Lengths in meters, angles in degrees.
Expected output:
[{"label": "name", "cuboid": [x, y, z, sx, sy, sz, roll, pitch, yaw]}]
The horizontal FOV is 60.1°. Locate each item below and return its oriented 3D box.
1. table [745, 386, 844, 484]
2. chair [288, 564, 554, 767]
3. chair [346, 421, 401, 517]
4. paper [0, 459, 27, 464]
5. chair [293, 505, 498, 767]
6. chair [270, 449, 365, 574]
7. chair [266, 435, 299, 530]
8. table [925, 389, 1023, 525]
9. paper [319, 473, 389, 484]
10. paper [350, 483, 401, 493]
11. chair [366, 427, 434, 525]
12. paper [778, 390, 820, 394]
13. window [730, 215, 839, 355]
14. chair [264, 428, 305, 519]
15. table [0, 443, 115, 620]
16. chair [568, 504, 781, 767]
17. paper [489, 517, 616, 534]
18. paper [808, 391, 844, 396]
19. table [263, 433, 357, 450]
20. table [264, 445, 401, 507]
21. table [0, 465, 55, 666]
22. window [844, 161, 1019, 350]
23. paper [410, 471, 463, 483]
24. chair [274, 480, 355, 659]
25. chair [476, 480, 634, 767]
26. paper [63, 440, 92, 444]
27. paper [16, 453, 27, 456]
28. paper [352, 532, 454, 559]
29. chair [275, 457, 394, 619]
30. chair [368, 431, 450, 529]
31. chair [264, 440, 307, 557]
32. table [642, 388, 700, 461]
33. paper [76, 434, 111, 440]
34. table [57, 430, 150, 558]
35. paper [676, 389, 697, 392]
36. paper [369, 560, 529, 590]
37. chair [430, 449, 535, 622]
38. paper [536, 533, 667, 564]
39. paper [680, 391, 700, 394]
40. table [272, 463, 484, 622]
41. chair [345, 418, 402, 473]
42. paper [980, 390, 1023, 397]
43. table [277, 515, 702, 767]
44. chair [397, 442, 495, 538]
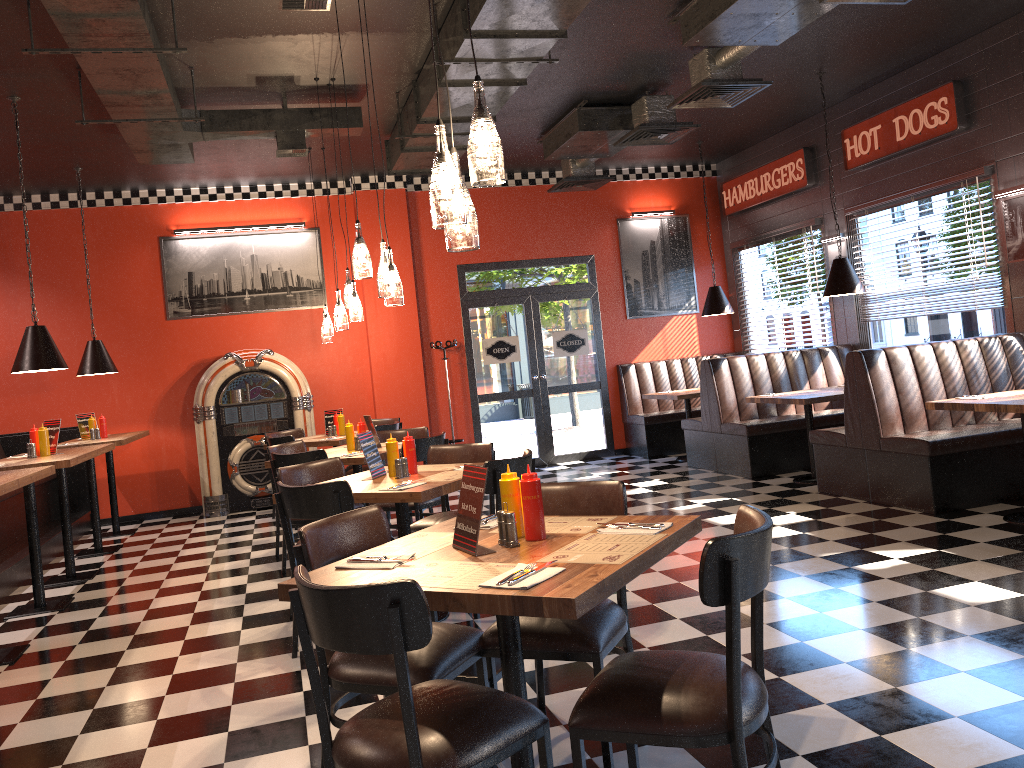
[{"label": "table", "cuboid": [3.159, 0.419, 8.054, 1.693, 0.774, 0.955, -6, 1, -15]}, {"label": "chair", "cuboid": [-0.247, 0.881, 2.312, 0.485, 0.868, 0.545, -6, 0, 42]}, {"label": "chair", "cuboid": [-1.319, 0.821, 8.559, 0.544, 0.868, 0.487, -6, 0, 17]}, {"label": "paper", "cuboid": [-3.516, 0.546, 6.093, 0.261, 0.001, 0.365, -6, 2, -13]}, {"label": "chair", "cuboid": [-0.402, 0.879, 2.999, 0.543, 0.868, 0.487, -6, 0, 25]}, {"label": "chair", "cuboid": [-1.406, 0.889, 6.394, 0.485, 0.868, 0.545, -6, 0, 25]}, {"label": "chair", "cuboid": [-2.004, 0.896, 8.402, 0.545, 0.868, 0.485, -6, 0, -40]}, {"label": "table", "cuboid": [3.778, 0.418, 5.765, 1.693, 0.774, 0.955, -6, 1, -15]}, {"label": "paper", "cuboid": [-0.898, 0.534, 4.961, 0.260, 0.001, 0.366, -5, 2, 31]}, {"label": "paper", "cuboid": [-0.758, 0.531, 4.519, 0.364, 0.001, 0.261, -5, 2, 28]}, {"label": "chair", "cuboid": [-0.913, 0.815, 7.263, 0.486, 0.868, 0.544, -6, 0, 8]}, {"label": "paper", "cuboid": [2.670, 0.075, 8.263, 0.366, 0.001, 0.261, -6, 2, -13]}, {"label": "window", "cuboid": [3.273, -0.999, 10.633, 0.127, 1.715, 2.024, -6, 0, -15]}, {"label": "chair", "cuboid": [-2.175, 0.898, 8.983, 0.543, 0.868, 0.487, -6, 0, 39]}, {"label": "table", "cuboid": [-3.369, 1.024, 6.460, 0.696, 1.000, 1.690, -6, 1, -15]}, {"label": "chair", "cuboid": [0.471, 0.805, 2.404, 0.543, 0.868, 0.487, -6, 0, 25]}, {"label": "paper", "cuboid": [0.141, 0.480, 3.020, 0.364, 0.001, 0.261, -5, 2, 29]}, {"label": "paper", "cuboid": [2.780, 0.081, 7.625, 0.366, 0.001, 0.261, -6, 2, -14]}, {"label": "table", "cuboid": [-1.735, 0.904, 8.813, 0.958, 0.774, 0.958, -6, 1, 30]}, {"label": "table", "cuboid": [-1.181, 0.900, 6.864, 0.958, 0.774, 0.958, -6, 1, 30]}, {"label": "table", "cuboid": [-2.819, 1.023, 4.425, 0.696, 1.000, 1.690, -6, 1, -15]}, {"label": "window", "cuboid": [3.896, -1.000, 8.329, 0.127, 1.715, 2.024, -6, 0, -15]}, {"label": "paper", "cuboid": [-0.335, 0.484, 4.660, 0.260, 0.001, 0.366, -5, 2, 28]}, {"label": "chair", "cuboid": [-0.844, 0.885, 4.418, 0.485, 0.868, 0.545, -6, 0, 33]}, {"label": "chair", "cuboid": [0.176, 0.814, 3.172, 0.485, 0.868, 0.545, -6, 0, 24]}, {"label": "paper", "cuboid": [-4.043, 0.544, 8.161, 0.261, 0.001, 0.365, -6, 2, -13]}, {"label": "paper", "cuboid": [-3.758, 0.547, 6.980, 0.261, 0.001, 0.365, -6, 2, -13]}, {"label": "paper", "cuboid": [-0.311, 0.529, 2.919, 0.260, 0.001, 0.366, -5, 2, 30]}, {"label": "chair", "cuboid": [-1.034, 0.885, 5.143, 0.543, 0.868, 0.487, -6, 0, 39]}, {"label": "chair", "cuboid": [-0.723, 0.815, 6.538, 0.543, 0.868, 0.487, -6, 0, 34]}, {"label": "chair", "cuboid": [-1.636, 0.895, 7.070, 0.543, 0.868, 0.487, -6, 0, 22]}, {"label": "table", "cuboid": [2.534, 0.421, 10.368, 1.693, 0.774, 0.955, -6, 1, -15]}, {"label": "paper", "cuboid": [-4.299, 0.544, 9.107, 0.261, 0.001, 0.365, -6, 2, -13]}, {"label": "table", "cuboid": [-3.927, 1.025, 8.524, 0.696, 1.000, 1.690, -6, 1, -15]}, {"label": "paper", "cuboid": [2.040, 0.077, 10.565, 0.366, 0.001, 0.261, -6, 2, -15]}, {"label": "paper", "cuboid": [-0.174, 0.527, 2.461, 0.364, 0.001, 0.261, -5, 2, 32]}, {"label": "chair", "cuboid": [-0.121, 0.805, 4.611, 0.543, 0.868, 0.487, -6, 0, 27]}, {"label": "paper", "cuboid": [0.269, 0.478, 2.591, 0.260, 0.001, 0.366, -5, 2, 30]}, {"label": "paper", "cuboid": [2.105, 0.087, 9.930, 0.366, 0.001, 0.261, -6, 2, -18]}, {"label": "table", "cuboid": [-0.566, 0.893, 4.815, 0.958, 0.774, 0.958, -6, 1, 30]}, {"label": "chair", "cuboid": [-1.410, 0.811, 9.281, 0.485, 0.868, 0.545, -6, 0, 40]}, {"label": "paper", "cuboid": [3.376, 0.064, 6.004, 0.366, 0.001, 0.261, -6, 2, -15]}, {"label": "table", "cuboid": [0.012, 0.890, 2.734, 0.954, 0.774, 0.962, -6, 1, 30]}, {"label": "chair", "cuboid": [-0.351, 0.811, 5.287, 0.485, 0.868, 0.545, -6, 0, 30]}]
